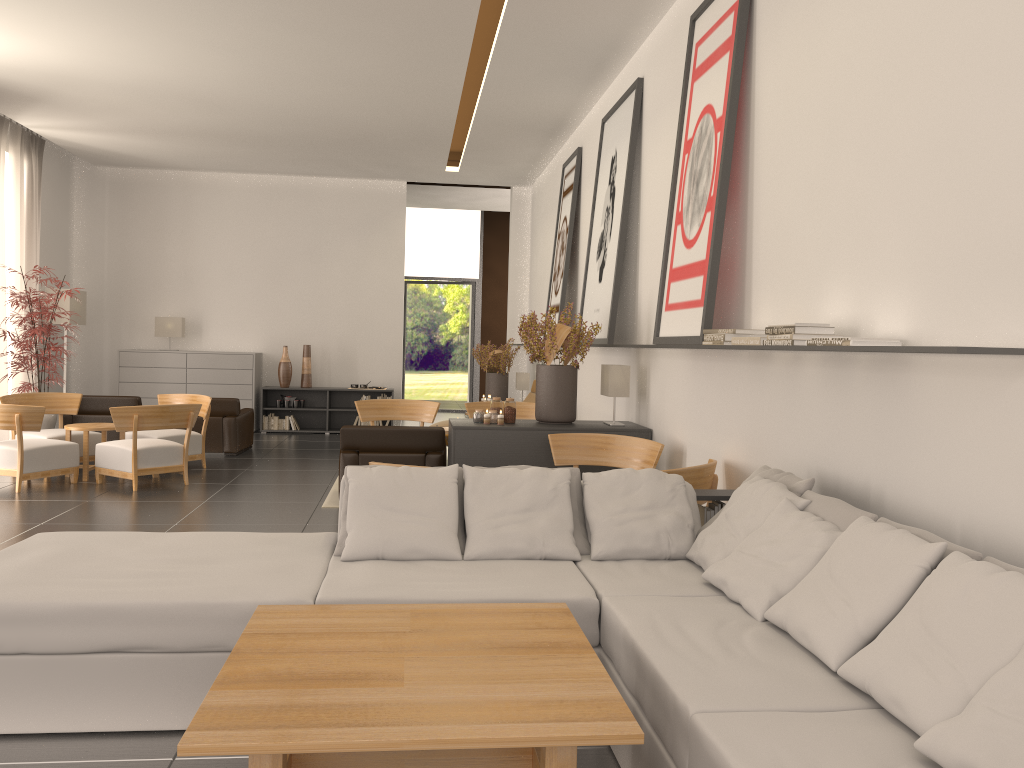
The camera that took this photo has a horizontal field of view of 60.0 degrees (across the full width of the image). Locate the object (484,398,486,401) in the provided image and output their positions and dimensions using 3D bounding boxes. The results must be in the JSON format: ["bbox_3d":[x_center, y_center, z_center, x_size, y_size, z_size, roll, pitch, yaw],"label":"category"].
[{"bbox_3d":[-0.537,0.401,19.919,0.207,0.187,0.111,1,2,-20],"label":"object"}]

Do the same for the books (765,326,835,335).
[{"bbox_3d":[1.987,-0.368,6.149,0.284,0.053,0.485,1,2,-7],"label":"books"}]

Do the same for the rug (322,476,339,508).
[{"bbox_3d":[-0.736,1.590,13.724,4.000,0.010,3.560,1,2,-7],"label":"rug"}]

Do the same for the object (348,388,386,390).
[{"bbox_3d":[-3.483,0.111,21.413,0.893,0.003,0.672,1,2,-4],"label":"object"}]

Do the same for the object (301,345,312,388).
[{"bbox_3d":[-4.933,-0.426,21.299,0.262,1.025,0.262,1,1,-3],"label":"object"}]

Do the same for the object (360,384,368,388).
[{"bbox_3d":[-3.605,0.057,21.590,0.188,0.082,0.188,2,2,8],"label":"object"}]

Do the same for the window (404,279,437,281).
[{"bbox_3d":[0.111,-4.261,22.809,99.112,20.572,48.655,1,2,-7],"label":"window"}]

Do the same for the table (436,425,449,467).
[{"bbox_3d":[-0.880,1.122,13.883,0.797,0.903,0.798,2,2,16],"label":"table"}]

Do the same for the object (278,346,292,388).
[{"bbox_3d":[-5.378,-0.410,21.025,0.327,0.992,0.327,2,2,17],"label":"object"}]

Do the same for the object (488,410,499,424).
[{"bbox_3d":[-0.237,0.408,10.946,0.157,0.158,0.158,0,2,-34],"label":"object"}]

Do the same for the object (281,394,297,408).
[{"bbox_3d":[-5.345,0.403,21.212,0.413,0.309,0.142,2,2,8],"label":"object"}]

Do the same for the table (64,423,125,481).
[{"bbox_3d":[-6.468,1.042,13.763,0.870,0.802,0.870,2,2,16],"label":"table"}]

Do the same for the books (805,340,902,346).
[{"bbox_3d":[2.107,-0.249,5.493,0.337,0.034,0.517,1,3,-12],"label":"books"}]

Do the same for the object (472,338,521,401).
[{"bbox_3d":[-0.398,-0.305,20.538,0.928,1.553,1.587,2,2,22],"label":"object"}]

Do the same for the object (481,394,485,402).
[{"bbox_3d":[-0.641,0.362,20.017,0.108,0.254,0.108,0,2,-42],"label":"object"}]

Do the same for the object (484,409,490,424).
[{"bbox_3d":[-0.305,0.396,10.831,0.076,0.187,0.076,2,2,10],"label":"object"}]

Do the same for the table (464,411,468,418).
[{"bbox_3d":[-0.537,0.993,17.432,0.797,0.903,0.798,0,2,-29],"label":"table"}]

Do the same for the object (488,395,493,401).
[{"bbox_3d":[-0.490,0.369,19.936,0.104,0.254,0.104,3,2,44],"label":"object"}]

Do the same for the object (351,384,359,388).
[{"bbox_3d":[-3.828,0.052,21.568,0.188,0.082,0.188,4,3,44],"label":"object"}]

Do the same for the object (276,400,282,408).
[{"bbox_3d":[-5.537,0.470,21.055,0.135,0.178,0.136,1,2,-6],"label":"object"}]

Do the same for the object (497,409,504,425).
[{"bbox_3d":[-0.136,0.403,10.774,0.080,0.187,0.080,2,2,3],"label":"object"}]

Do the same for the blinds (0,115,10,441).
[{"bbox_3d":[-9.792,-1.976,16.438,0.415,6.429,1.550,1,1,-3],"label":"blinds"}]

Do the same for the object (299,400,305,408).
[{"bbox_3d":[-5.041,0.474,21.274,0.135,0.178,0.136,1,2,-1],"label":"object"}]

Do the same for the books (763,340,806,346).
[{"bbox_3d":[1.994,-0.283,6.161,0.316,0.040,0.504,1,2,-7],"label":"books"}]

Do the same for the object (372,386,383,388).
[{"bbox_3d":[-3.259,0.072,21.482,0.014,0.015,0.515,0,3,-38],"label":"object"}]

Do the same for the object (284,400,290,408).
[{"bbox_3d":[-5.329,0.478,21.005,0.135,0.178,0.136,1,2,-6],"label":"object"}]

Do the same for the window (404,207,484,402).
[{"bbox_3d":[-6.108,-2.837,28.134,10.308,7.378,0.100,1,1,-7],"label":"window"}]

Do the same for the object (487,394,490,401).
[{"bbox_3d":[-0.522,0.363,20.057,0.104,0.254,0.104,3,2,44],"label":"object"}]

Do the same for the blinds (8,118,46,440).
[{"bbox_3d":[-9.985,-2.053,18.120,0.417,6.429,1.550,1,1,-10],"label":"blinds"}]

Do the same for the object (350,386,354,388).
[{"bbox_3d":[-3.841,0.082,21.355,0.112,0.040,0.034,3,3,38],"label":"object"}]

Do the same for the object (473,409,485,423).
[{"bbox_3d":[-0.408,0.400,11.038,0.157,0.158,0.158,0,2,-34],"label":"object"}]

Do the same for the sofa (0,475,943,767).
[{"bbox_3d":[-0.429,1.407,4.064,5.525,1.204,5.608,1,2,-7],"label":"sofa"}]

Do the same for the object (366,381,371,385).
[{"bbox_3d":[-3.559,0.006,21.625,0.261,0.151,0.086,0,2,-39],"label":"object"}]

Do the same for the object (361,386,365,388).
[{"bbox_3d":[-3.667,0.079,21.331,0.292,0.058,0.086,1,2,-20],"label":"object"}]

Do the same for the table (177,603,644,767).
[{"bbox_3d":[-0.427,1.606,3.858,1.600,0.840,1.601,1,2,-7],"label":"table"}]

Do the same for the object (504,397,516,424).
[{"bbox_3d":[-0.026,0.325,11.051,0.157,0.325,0.157,2,2,30],"label":"object"}]

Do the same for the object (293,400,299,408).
[{"bbox_3d":[-5.126,0.481,21.057,0.136,0.178,0.135,0,2,-36],"label":"object"}]

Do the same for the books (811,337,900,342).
[{"bbox_3d":[2.119,-0.274,5.487,0.337,0.018,0.433,1,3,-12],"label":"books"}]

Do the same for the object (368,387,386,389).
[{"bbox_3d":[-3.266,0.096,21.471,0.405,0.034,0.293,4,3,41],"label":"object"}]

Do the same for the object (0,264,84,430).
[{"bbox_3d":[-8.356,-0.376,15.520,1.489,3.396,1.772,1,2,-22],"label":"object"}]

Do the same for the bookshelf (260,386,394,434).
[{"bbox_3d":[-4.405,0.636,21.330,3.080,1.078,0.740,1,2,-7],"label":"bookshelf"}]

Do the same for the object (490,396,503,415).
[{"bbox_3d":[-0.196,0.317,11.142,0.157,0.325,0.158,1,2,-15],"label":"object"}]

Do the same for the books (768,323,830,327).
[{"bbox_3d":[1.991,-0.406,6.163,0.256,0.023,0.434,1,2,-7],"label":"books"}]

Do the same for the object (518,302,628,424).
[{"bbox_3d":[0.776,-0.275,11.244,1.422,1.553,1.437,2,2,6],"label":"object"}]
